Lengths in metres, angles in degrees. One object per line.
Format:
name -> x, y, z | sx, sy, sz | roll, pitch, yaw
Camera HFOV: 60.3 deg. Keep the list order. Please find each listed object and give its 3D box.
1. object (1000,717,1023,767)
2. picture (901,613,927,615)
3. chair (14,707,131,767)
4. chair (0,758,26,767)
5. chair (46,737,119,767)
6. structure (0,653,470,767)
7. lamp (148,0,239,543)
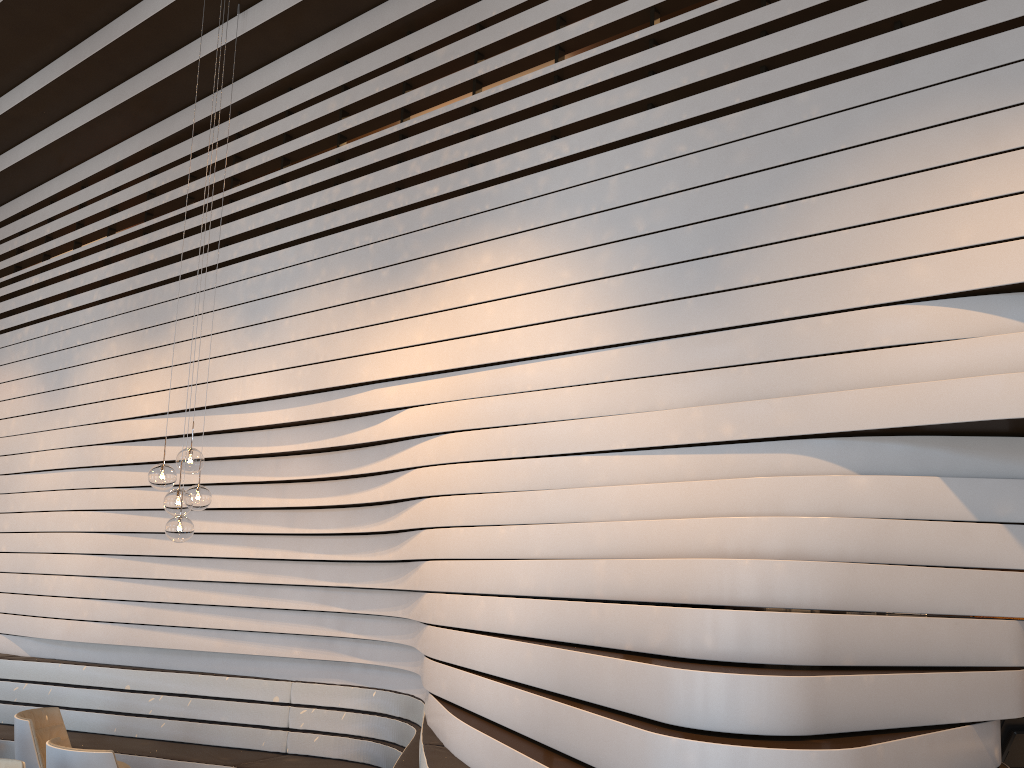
object -> 2.448, 1.793, 4.159 | 0.595, 0.546, 0.375 | 5, -9, -13
picture -> 2.725, 1.586, 6.098 | 0.265, 0.199, 0.014 | -6, -11, 36
chair -> -2.789, 2.473, 5.587 | 0.710, 0.755, 0.668 | 4, -10, -9
chair -> -2.408, 2.073, 3.807 | 0.658, 0.755, 0.720 | 10, -12, -37
chair -> -2.161, 2.308, 4.770 | 0.662, 0.755, 0.716 | -5, -12, 36
structure -> -5.082, 2.633, 7.020 | 18.360, 0.913, 5.828 | -6, -16, 33
lamp -> -2.015, -1.317, 5.747 | 0.333, 4.645, 0.539 | 2, -7, -2
